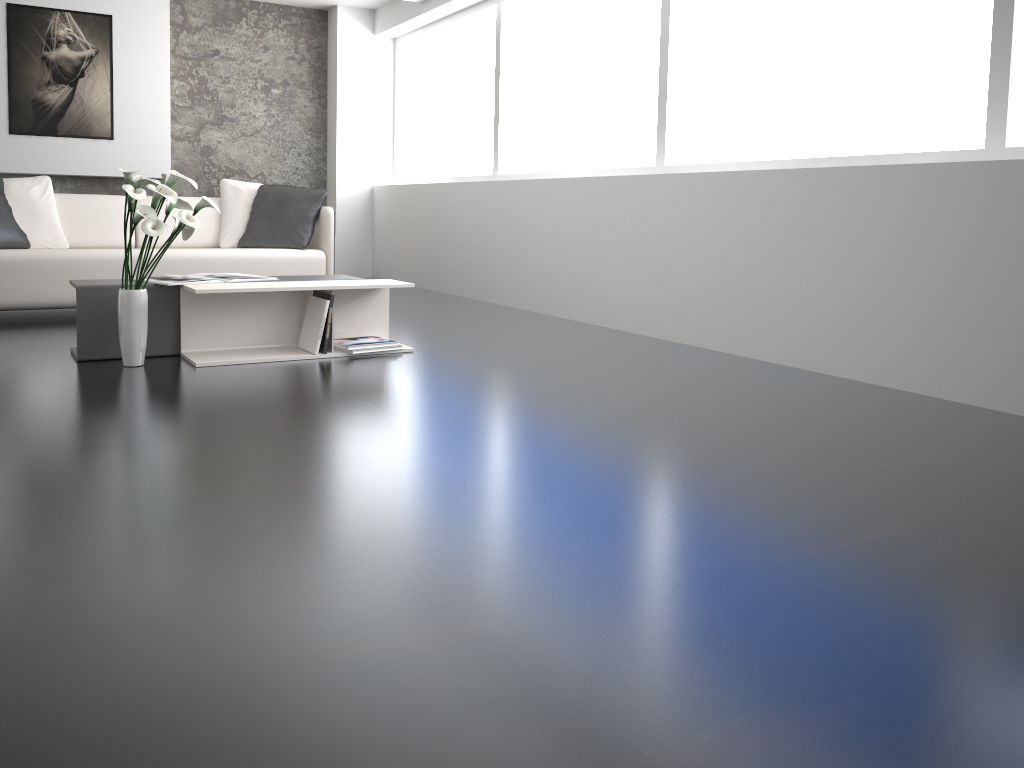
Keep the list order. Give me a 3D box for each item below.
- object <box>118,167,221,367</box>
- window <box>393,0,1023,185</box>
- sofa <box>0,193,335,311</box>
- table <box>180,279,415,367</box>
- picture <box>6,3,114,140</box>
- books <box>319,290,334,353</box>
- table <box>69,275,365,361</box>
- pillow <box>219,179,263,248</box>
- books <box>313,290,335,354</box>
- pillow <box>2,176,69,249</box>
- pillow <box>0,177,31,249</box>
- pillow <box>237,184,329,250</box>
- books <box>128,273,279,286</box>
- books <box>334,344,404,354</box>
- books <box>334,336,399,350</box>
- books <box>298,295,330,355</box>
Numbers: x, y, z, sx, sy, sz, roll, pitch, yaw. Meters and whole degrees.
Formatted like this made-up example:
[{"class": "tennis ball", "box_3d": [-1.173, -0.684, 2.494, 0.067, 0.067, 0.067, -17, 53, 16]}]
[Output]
[{"class": "object", "box_3d": [-1.415, -0.469, 3.541, 0.450, 0.788, 0.379, 7, 8, 43]}, {"class": "window", "box_3d": [0.897, -1.862, 4.943, 0.110, 1.412, 8.155, -1, 11, -29]}, {"class": "sofa", "box_3d": [-2.341, -0.856, 5.541, 2.246, 0.653, 0.930, -5, 11, -32]}, {"class": "table", "box_3d": [-0.939, -0.290, 3.922, 0.971, 0.310, 0.302, -5, 10, -32]}, {"class": "picture", "box_3d": [-3.572, -2.463, 6.985, 0.747, 0.994, 0.004, -3, 6, -30]}, {"class": "books", "box_3d": [-0.843, -0.297, 3.967, 0.007, 0.281, 0.207, -1, 7, -32]}, {"class": "table", "box_3d": [-1.323, -0.325, 4.058, 1.261, 0.310, 0.302, -5, 10, -31]}, {"class": "pillow", "box_3d": [-1.717, -1.149, 6.045, 0.588, 0.502, 0.302, -3, 7, -26]}, {"class": "books", "box_3d": [-0.858, -0.281, 3.936, 0.050, 0.260, 0.236, -2, 8, -32]}, {"class": "pillow", "box_3d": [-2.990, -1.001, 5.237, 0.587, 0.494, 0.326, -6, 9, -40]}, {"class": "pillow", "box_3d": [-2.983, -0.972, 4.926, 0.278, 0.444, 0.573, 3, 9, 14]}, {"class": "pillow", "box_3d": [-1.506, -1.114, 5.868, 0.552, 0.432, 0.337, 4, 7, 16]}, {"class": "books", "box_3d": [-1.395, -0.481, 4.000, 0.361, 0.016, 0.552, 10, 14, 39]}, {"class": "books", "box_3d": [-0.665, -0.172, 4.030, 0.264, 0.016, 0.215, -8, 14, -39]}, {"class": "books", "box_3d": [-0.689, -0.190, 4.034, 0.264, 0.016, 0.229, -8, 14, -39]}, {"class": "books", "box_3d": [-0.882, -0.266, 3.919, 0.070, 0.235, 0.230, -2, 8, -31]}]
